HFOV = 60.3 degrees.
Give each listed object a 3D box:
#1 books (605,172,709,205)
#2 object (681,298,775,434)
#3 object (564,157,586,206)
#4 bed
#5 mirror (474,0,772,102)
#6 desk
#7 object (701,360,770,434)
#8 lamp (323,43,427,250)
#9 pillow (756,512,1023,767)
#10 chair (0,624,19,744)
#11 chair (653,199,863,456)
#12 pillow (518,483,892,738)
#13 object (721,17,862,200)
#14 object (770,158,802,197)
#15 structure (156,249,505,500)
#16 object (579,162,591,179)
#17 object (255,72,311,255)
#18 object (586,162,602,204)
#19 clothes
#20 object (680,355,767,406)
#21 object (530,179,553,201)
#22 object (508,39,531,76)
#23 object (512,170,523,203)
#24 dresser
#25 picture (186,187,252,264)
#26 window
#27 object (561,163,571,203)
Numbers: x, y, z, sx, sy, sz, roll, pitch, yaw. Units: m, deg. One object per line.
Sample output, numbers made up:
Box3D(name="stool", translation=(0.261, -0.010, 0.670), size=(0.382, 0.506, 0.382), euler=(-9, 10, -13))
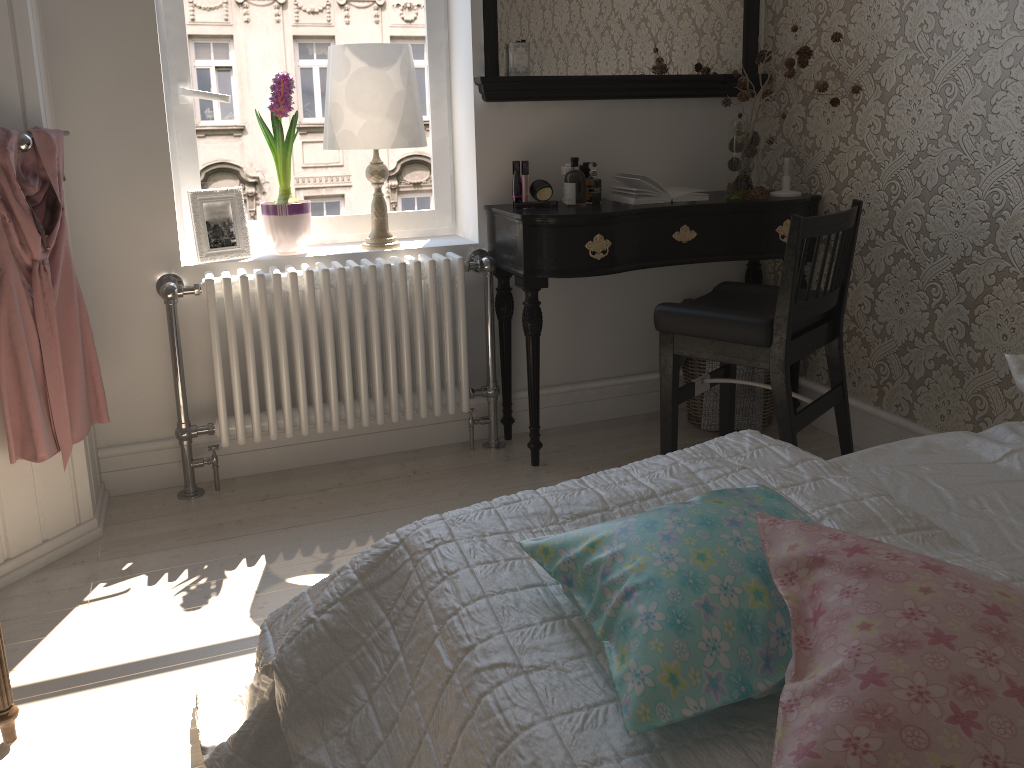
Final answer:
Box3D(name="books", translation=(0.491, -0.674, 3.005), size=(0.279, 0.094, 0.231), euler=(-7, 17, -18))
Box3D(name="object", translation=(0.791, -0.071, 3.191), size=(0.393, 0.423, 0.402), euler=(1, 14, 11))
Box3D(name="object", translation=(0.206, -0.663, 2.892), size=(0.071, 0.155, 0.071), euler=(-8, 14, -25))
Box3D(name="bed", translation=(0.716, 0.438, 1.179), size=(2.218, 0.619, 1.992), euler=(-7, 17, -19))
Box3D(name="mirror", translation=(0.405, -1.263, 3.005), size=(1.121, 0.561, 0.067), euler=(-7, 13, -20))
Box3D(name="desk", translation=(0.507, -0.220, 3.046), size=(1.109, 0.807, 0.443), euler=(-7, 14, -20))
Box3D(name="object", translation=(0.779, -0.047, 3.151), size=(0.290, 0.348, 0.356), euler=(3, 15, 18))
Box3D(name="lamp", translation=(-0.449, -0.773, 2.904), size=(0.339, 0.639, 0.348), euler=(-3, 13, -8))
Box3D(name="pillow", translation=(0.411, 0.288, 0.823), size=(0.353, 0.198, 0.403), euler=(2, 16, 12))
Box3D(name="chair", translation=(-1.270, 0.277, 1.448), size=(0.539, 0.873, 0.530), euler=(5, 14, 24))
Box3D(name="chair", translation=(0.713, -0.087, 2.529), size=(0.461, 0.844, 0.463), euler=(9, 17, 39))
Box3D(name="pillow", translation=(0.231, 0.246, 1.050), size=(0.363, 0.165, 0.390), euler=(-6, 17, -15))
Box3D(name="object", translation=(0.884, -0.895, 2.916), size=(0.546, 0.587, 0.321), euler=(10, 18, 40))
Box3D(name="object", translation=(0.944, -0.712, 3.036), size=(0.105, 0.128, 0.107), euler=(2, 14, 15))
Box3D(name="structure", translation=(-0.538, -0.050, 2.824), size=(1.071, 0.669, 0.169), euler=(-7, 13, -20))
Box3D(name="object", translation=(0.260, -0.696, 3.039), size=(0.058, 0.131, 0.058), euler=(6, 14, 30))
Box3D(name="object", translation=(-0.735, -0.705, 2.829), size=(0.157, 0.566, 0.159), euler=(-10, 15, -34))
Box3D(name="object", translation=(0.271, -0.670, 2.941), size=(0.054, 0.136, 0.055), euler=(3, 13, 19))
Box3D(name="clothes", translation=(-1.182, -0.205, 2.229), size=(0.092, 0.859, 0.336), euler=(0, 13, 9))
Box3D(name="object", translation=(0.723, -0.067, 3.167), size=(0.368, 0.325, 0.309), euler=(-7, 15, -19))
Box3D(name="object", translation=(0.089, -0.631, 2.911), size=(0.080, 0.084, 0.084), euler=(4, 15, 19))
Box3D(name="object", translation=(0.025, -1.071, 2.899), size=(0.072, 0.119, 0.037), euler=(-5, 13, -15))
Box3D(name="object", translation=(0.018, -0.643, 2.898), size=(0.031, 0.118, 0.055), euler=(2, 13, 18))
Box3D(name="dresser", translation=(-1.607, -0.741, 1.986), size=(1.028, 2.532, 0.714), euler=(-6, 13, -20))
Box3D(name="picture", translation=(-0.910, -0.496, 2.754), size=(0.178, 0.221, 0.050), euler=(-13, 16, -39))
Box3D(name="window", translation=(-0.667, -1.339, 2.886), size=(0.952, 1.747, 0.112), euler=(-6, 13, -20))
Box3D(name="object", translation=(0.196, -0.679, 2.988), size=(0.058, 0.131, 0.058), euler=(6, 14, 30))
